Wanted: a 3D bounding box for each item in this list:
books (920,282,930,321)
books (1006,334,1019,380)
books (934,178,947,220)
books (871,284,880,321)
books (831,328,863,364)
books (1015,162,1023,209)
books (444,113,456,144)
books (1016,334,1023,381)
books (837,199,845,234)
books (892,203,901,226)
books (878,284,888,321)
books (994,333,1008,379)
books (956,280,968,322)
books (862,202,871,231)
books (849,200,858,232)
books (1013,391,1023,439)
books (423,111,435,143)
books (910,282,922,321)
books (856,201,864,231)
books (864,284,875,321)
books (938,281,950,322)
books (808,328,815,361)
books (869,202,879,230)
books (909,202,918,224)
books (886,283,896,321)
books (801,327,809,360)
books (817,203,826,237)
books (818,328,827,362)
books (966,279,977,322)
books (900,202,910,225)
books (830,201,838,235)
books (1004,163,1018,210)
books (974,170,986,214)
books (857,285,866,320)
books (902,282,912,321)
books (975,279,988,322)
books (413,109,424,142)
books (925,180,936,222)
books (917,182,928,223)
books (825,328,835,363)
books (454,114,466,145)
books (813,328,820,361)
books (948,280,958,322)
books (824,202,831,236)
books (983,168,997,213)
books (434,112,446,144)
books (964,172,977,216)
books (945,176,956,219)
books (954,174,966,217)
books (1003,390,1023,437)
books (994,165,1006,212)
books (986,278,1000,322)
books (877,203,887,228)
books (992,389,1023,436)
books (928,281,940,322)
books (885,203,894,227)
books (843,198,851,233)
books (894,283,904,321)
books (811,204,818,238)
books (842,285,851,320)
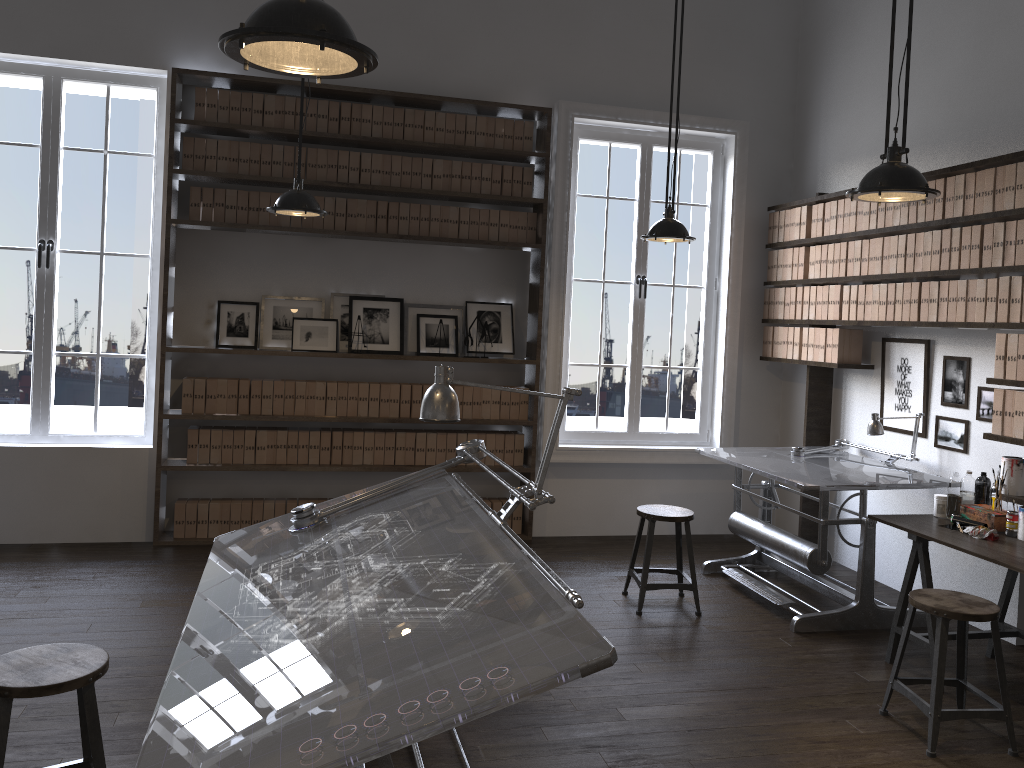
[{"bbox_3d":[2.346,-0.445,4.871,0.174,0.225,0.067,2,1,-14],"label":"books"},{"bbox_3d":[2.479,-0.126,4.263,0.174,0.225,0.067,2,1,-14],"label":"books"},{"bbox_3d":[2.383,-0.990,4.788,0.174,0.225,0.067,2,1,-14],"label":"books"},{"bbox_3d":[2.242,-0.479,5.280,0.174,0.225,0.067,2,1,-14],"label":"books"},{"bbox_3d":[2.141,-0.239,5.657,0.174,0.225,0.067,2,1,-14],"label":"books"},{"bbox_3d":[2.516,-0.947,4.247,0.174,0.225,0.067,2,1,-14],"label":"books"},{"bbox_3d":[-0.441,-1.738,6.112,0.066,0.225,0.175,2,2,-14],"label":"books"},{"bbox_3d":[2.496,-0.121,4.202,0.174,0.225,0.067,2,1,-14],"label":"books"},{"bbox_3d":[2.175,-1.061,5.661,0.174,0.225,0.067,2,1,-14],"label":"books"},{"bbox_3d":[2.303,-1.018,5.126,0.174,0.225,0.067,2,1,-14],"label":"books"},{"bbox_3d":[2.256,-0.473,5.209,0.174,0.225,0.067,2,1,-14],"label":"books"},{"bbox_3d":[2.460,-0.132,4.333,0.174,0.225,0.067,2,1,-14],"label":"books"},{"bbox_3d":[2.406,-0.423,4.597,0.174,0.225,0.067,2,1,-14],"label":"books"},{"bbox_3d":[2.236,-1.040,5.400,0.174,0.225,0.067,2,1,-14],"label":"books"},{"bbox_3d":[2.202,-1.050,5.526,0.174,0.225,0.067,2,1,-14],"label":"books"},{"bbox_3d":[2.482,0.149,4.205,0.174,0.225,0.067,2,1,-14],"label":"books"},{"bbox_3d":[-0.577,-1.741,6.071,0.066,0.225,0.175,2,2,-14],"label":"books"},{"bbox_3d":[2.322,-0.451,4.942,0.174,0.225,0.067,2,1,-14],"label":"books"},{"bbox_3d":[2.223,-1.045,5.462,0.174,0.225,0.067,2,1,-14],"label":"books"},{"bbox_3d":[2.229,-0.484,5.349,0.174,0.225,0.067,2,1,-14],"label":"books"},{"bbox_3d":[2.379,-0.434,4.733,0.174,0.225,0.067,2,1,-14],"label":"books"},{"bbox_3d":[2.075,-0.260,5.918,0.174,0.225,0.067,2,1,-14],"label":"books"},{"bbox_3d":[2.251,-1.034,5.330,0.174,0.225,0.067,2,1,-14],"label":"books"},{"bbox_3d":[2.334,-1.006,4.985,0.174,0.225,0.067,2,1,-14],"label":"books"},{"bbox_3d":[2.273,-0.467,5.139,0.174,0.225,0.067,2,1,-14],"label":"books"},{"bbox_3d":[2.056,-0.266,5.988,0.174,0.225,0.067,2,1,-14],"label":"books"},{"bbox_3d":[2.119,-1.078,5.871,0.174,0.225,0.067,2,1,-14],"label":"books"},{"bbox_3d":[2.103,-0.250,5.791,0.174,0.225,0.067,2,1,-14],"label":"books"},{"bbox_3d":[2.426,-0.418,4.533,0.174,0.225,0.067,2,1,-14],"label":"books"},{"bbox_3d":[2.317,-1.012,5.055,0.174,0.225,0.067,2,1,-14],"label":"books"},{"bbox_3d":[2.154,-1.067,5.729,0.174,0.225,0.067,2,1,-14],"label":"books"},{"bbox_3d":[2.500,-0.952,4.318,0.174,0.225,0.067,2,1,-14],"label":"books"},{"bbox_3d":[2.456,-0.968,4.510,0.174,0.225,0.067,2,1,-14],"label":"books"},{"bbox_3d":[2.211,-0.489,5.416,0.174,0.225,0.067,2,1,-14],"label":"books"},{"bbox_3d":[2.310,-0.457,5.016,0.174,0.225,0.067,2,1,-14],"label":"books"},{"bbox_3d":[2.440,-0.413,4.472,0.174,0.225,0.067,2,1,-14],"label":"books"},{"bbox_3d":[-0.647,-1.743,6.054,0.067,0.225,0.175,2,2,-14],"label":"books"},{"bbox_3d":[2.371,-0.996,4.861,0.174,0.225,0.067,2,1,-14],"label":"books"},{"bbox_3d":[2.353,-1.001,4.924,0.174,0.225,0.067,2,1,-14],"label":"books"},{"bbox_3d":[2.126,-0.244,5.725,0.174,0.225,0.067,2,1,-14],"label":"books"},{"bbox_3d":[-0.373,-1.735,6.127,0.066,0.225,0.175,2,2,-14],"label":"books"},{"bbox_3d":[2.092,-0.255,5.857,0.174,0.225,0.067,2,1,-14],"label":"books"},{"bbox_3d":[2.396,-0.428,4.664,0.174,0.225,0.067,2,1,-14],"label":"books"},{"bbox_3d":[2.142,-1.072,5.799,0.174,0.225,0.067,2,1,-14],"label":"books"},{"bbox_3d":[2.467,-0.962,4.443,0.174,0.225,0.067,2,1,-14],"label":"books"},{"bbox_3d":[-0.508,-1.739,6.092,0.066,0.225,0.175,2,2,-14],"label":"books"},{"bbox_3d":[2.440,-0.973,4.579,0.174,0.225,0.067,2,1,-14],"label":"books"},{"bbox_3d":[2.407,-0.984,4.716,0.174,0.225,0.067,2,1,-14],"label":"books"},{"bbox_3d":[2.419,-0.979,4.646,0.174,0.225,0.067,2,1,-14],"label":"books"},{"bbox_3d":[2.469,0.144,4.267,0.174,0.225,0.067,2,1,-14],"label":"books"},{"bbox_3d":[2.487,-0.957,4.379,0.174,0.225,0.067,2,1,-14],"label":"books"},{"bbox_3d":[2.455,-0.407,4.401,0.174,0.225,0.067,2,1,-14],"label":"books"},{"bbox_3d":[2.272,-1.029,5.262,0.174,0.225,0.067,2,1,-14],"label":"books"},{"bbox_3d":[2.448,0.139,4.330,0.174,0.225,0.067,2,1,-14],"label":"books"},{"bbox_3d":[2.358,-0.440,4.801,0.174,0.225,0.067,2,1,-14],"label":"books"},{"bbox_3d":[2.290,-1.023,5.195,0.174,0.225,0.067,2,1,-14],"label":"books"},{"bbox_3d":[2.192,-1.055,5.592,0.174,0.225,0.067,2,1,-14],"label":"books"},{"bbox_3d":[2.292,-0.462,5.079,0.174,0.225,0.067,2,1,-14],"label":"books"},{"bbox_3d":[2.107,-1.084,5.944,0.174,0.225,0.067,2,1,-14],"label":"books"},{"bbox_3d":[2.173,-0.501,5.564,0.174,0.225,0.067,2,1,-14],"label":"books"}]
